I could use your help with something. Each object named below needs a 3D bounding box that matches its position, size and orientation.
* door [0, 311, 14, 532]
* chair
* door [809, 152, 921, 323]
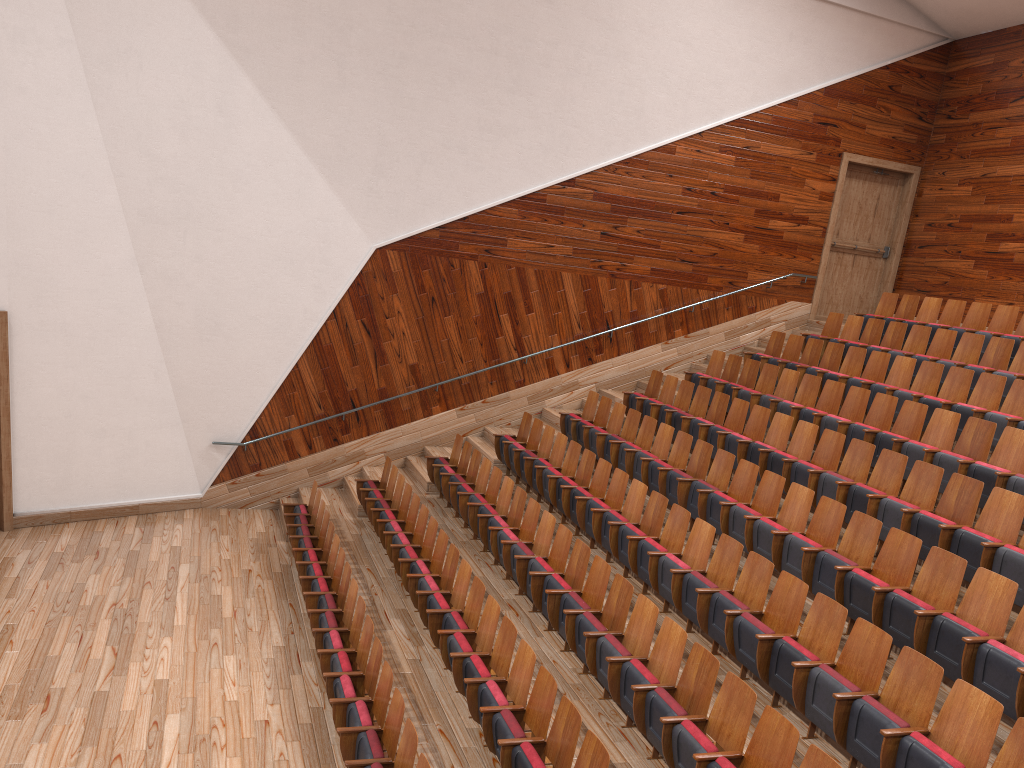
[{"bbox_3d":[-0.582,0.045,0.885,0.024,0.247,0.138,16,16,32],"label":"door"},{"bbox_3d":[0.297,0.133,0.571,0.772,0.383,1.150,4,9,-19],"label":"chair"},{"bbox_3d":[0.523,-0.210,1.323,0.140,0.247,0.023,3,15,-19],"label":"door"}]
